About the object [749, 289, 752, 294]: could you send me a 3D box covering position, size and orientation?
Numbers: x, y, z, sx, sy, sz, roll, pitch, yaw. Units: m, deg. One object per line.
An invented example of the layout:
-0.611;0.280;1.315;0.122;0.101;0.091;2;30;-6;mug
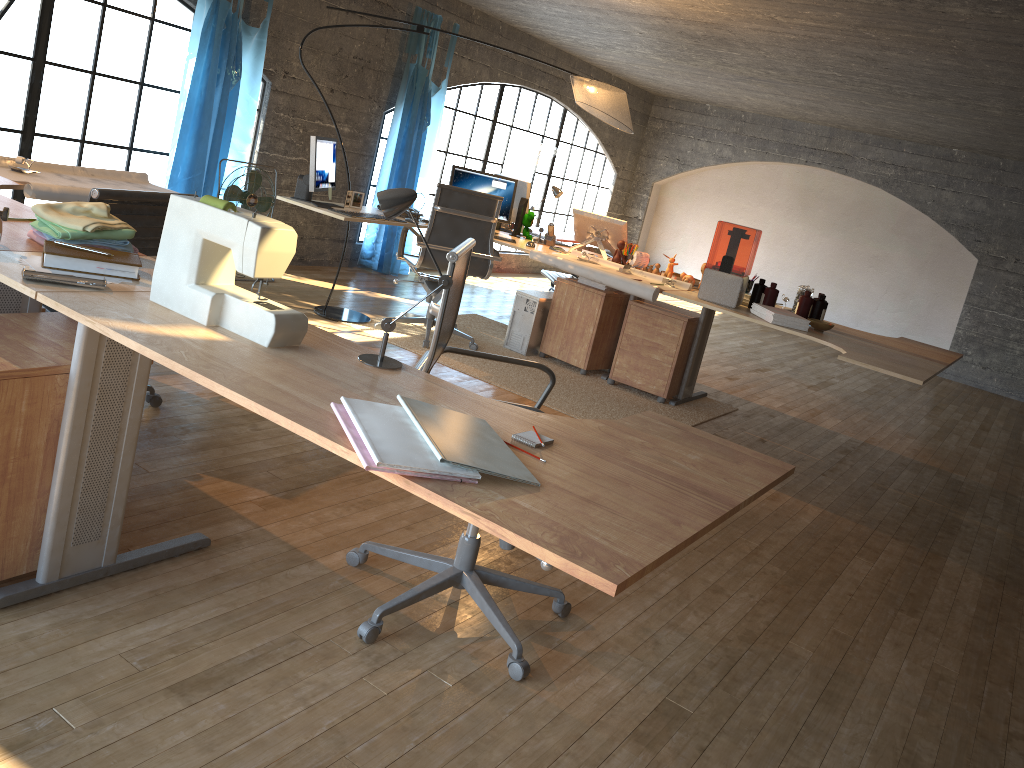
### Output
1.455;-0.579;5.395;0.026;0.049;0.017;22;13;39;object

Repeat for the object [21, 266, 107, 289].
-1.050;-0.249;2.074;0.180;0.025;0.077;6;16;-29;object

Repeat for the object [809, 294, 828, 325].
1.760;-0.422;5.067;0.081;0.184;0.079;21;12;37;object

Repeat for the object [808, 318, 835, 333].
1.703;-0.319;4.885;0.147;0.054;0.149;15;14;6;object

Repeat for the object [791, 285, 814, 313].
1.704;-0.476;5.187;0.096;0.211;0.098;19;11;27;object

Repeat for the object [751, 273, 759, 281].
1.454;-0.639;5.375;0.076;0.100;0.155;8;14;-30;object

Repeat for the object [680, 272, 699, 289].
1.131;-0.660;5.624;0.180;0.080;0.147;6;15;-29;object

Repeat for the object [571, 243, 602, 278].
0.574;-0.936;6.818;0.298;0.238;0.375;10;13;-19;object

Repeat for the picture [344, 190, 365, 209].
-0.979;-1.135;5.430;0.032;0.103;0.159;19;14;30;picture

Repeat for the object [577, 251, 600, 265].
0.497;-0.806;5.628;0.159;0.063;0.055;13;11;-2;object

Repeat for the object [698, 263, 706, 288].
1.257;-0.660;5.551;0.129;0.174;0.202;6;14;-35;object

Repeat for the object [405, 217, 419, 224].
-0.611;-1.008;5.429;0.103;0.033;0.059;25;17;39;object

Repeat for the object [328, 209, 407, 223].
-0.839;-0.985;5.168;0.189;0.011;0.492;21;16;29;object

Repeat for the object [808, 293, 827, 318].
1.787;-0.440;5.162;0.081;0.184;0.079;21;12;37;object

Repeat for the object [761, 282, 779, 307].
1.486;-0.493;5.085;0.079;0.184;0.081;5;13;-42;object

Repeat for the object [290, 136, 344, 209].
-1.106;-1.243;5.152;0.286;0.384;0.478;14;12;0;object

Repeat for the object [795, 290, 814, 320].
1.687;-0.447;5.099;0.079;0.184;0.081;5;13;-42;object

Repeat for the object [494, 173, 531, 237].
-0.021;-1.301;6.404;0.284;0.384;0.480;6;14;-34;object

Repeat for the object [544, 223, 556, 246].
0.267;-1.037;6.112;0.083;0.157;0.085;17;11;19;object

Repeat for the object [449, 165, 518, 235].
-0.218;-1.249;6.015;0.467;0.385;0.292;10;12;-19;object

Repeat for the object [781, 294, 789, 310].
1.632;-0.477;5.299;0.037;0.119;0.076;14;10;4;object

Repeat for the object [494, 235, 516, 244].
-0.213;-0.986;5.762;0.489;0.011;0.191;13;14;-4;object

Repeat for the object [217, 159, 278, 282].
-1.981;-1.194;6.285;0.590;0.790;0.490;21;13;34;object

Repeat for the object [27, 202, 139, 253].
-1.196;-0.443;2.479;0.256;0.128;0.256;22;15;32;object

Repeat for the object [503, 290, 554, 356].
0.201;-0.421;6.126;0.203;0.405;0.481;21;14;34;object

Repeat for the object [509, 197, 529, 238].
0.051;-1.169;6.182;0.084;0.273;0.086;12;10;-13;object

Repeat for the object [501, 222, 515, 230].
-0.040;-1.213;6.717;0.134;0.056;0.158;1;18;-43;object

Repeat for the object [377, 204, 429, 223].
-0.692;-1.119;5.686;0.277;0.080;0.421;7;16;-27;object

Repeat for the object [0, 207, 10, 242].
-1.365;-0.423;2.232;0.153;0.133;0.101;8;12;-24;object

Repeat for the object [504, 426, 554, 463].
0.053;0.114;1.730;0.129;0.013;0.142;23;17;32;object

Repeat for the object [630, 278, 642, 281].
0.734;-0.615;5.218;0.125;0.009;0.012;-1;19;-45;object

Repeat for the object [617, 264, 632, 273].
0.704;-0.726;5.525;0.049;0.055;0.130;20;15;29;object

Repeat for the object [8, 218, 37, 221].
-1.493;-0.494;2.644;0.008;0.007;0.148;19;15;22;object

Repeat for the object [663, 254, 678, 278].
0.998;-0.742;5.594;0.093;0.186;0.086;7;12;-36;object

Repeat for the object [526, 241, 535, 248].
0.123;-0.908;5.732;0.059;0.033;0.102;15;14;4;object

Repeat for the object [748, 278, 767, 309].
1.445;-0.525;5.173;0.081;0.184;0.079;21;12;37;object

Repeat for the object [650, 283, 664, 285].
0.866;-0.596;5.270;0.008;0.007;0.147;23;17;38;object

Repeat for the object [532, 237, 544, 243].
0.184;-1.019;6.234;0.134;0.025;0.132;22;16;29;object

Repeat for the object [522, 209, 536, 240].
0.110;-1.126;6.188;0.114;0.217;0.251;12;12;-10;object

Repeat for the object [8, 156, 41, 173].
-2.018;-0.912;3.662;0.053;0.063;0.162;13;13;-3;object

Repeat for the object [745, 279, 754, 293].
1.425;-0.597;5.370;0.077;0.081;0.078;16;12;9;object

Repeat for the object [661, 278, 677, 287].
0.959;-0.622;5.388;0.022;0.041;0.138;10;14;-23;object

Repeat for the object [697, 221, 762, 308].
1.264;-0.696;5.114;0.224;0.451;0.272;17;11;20;object
